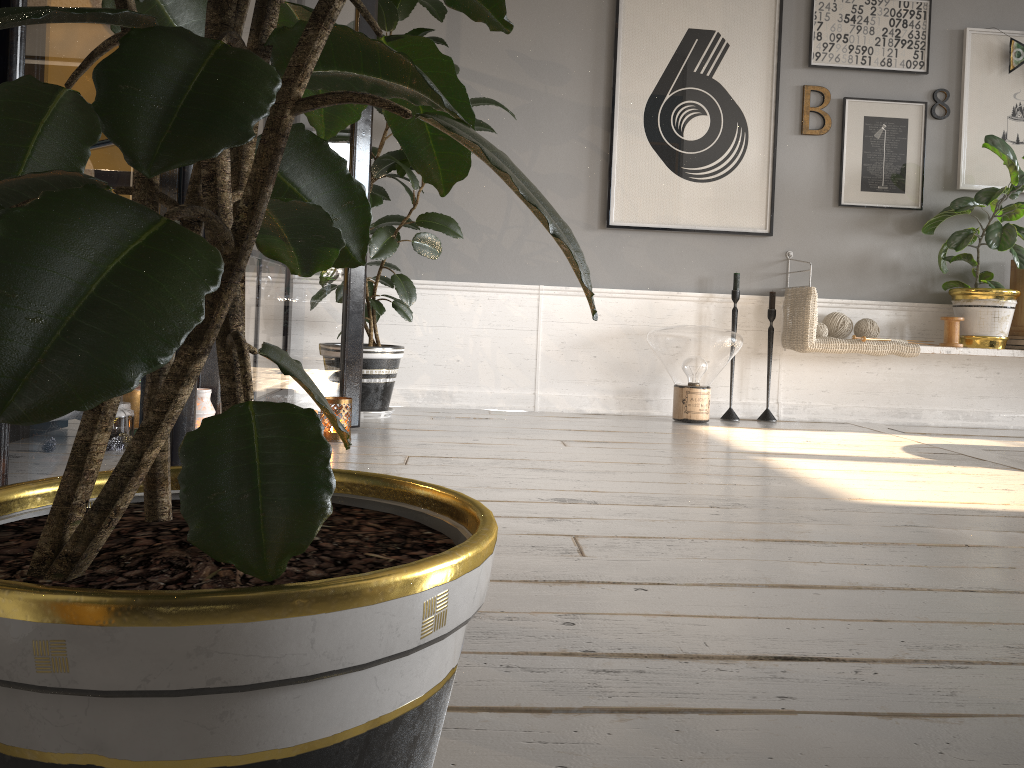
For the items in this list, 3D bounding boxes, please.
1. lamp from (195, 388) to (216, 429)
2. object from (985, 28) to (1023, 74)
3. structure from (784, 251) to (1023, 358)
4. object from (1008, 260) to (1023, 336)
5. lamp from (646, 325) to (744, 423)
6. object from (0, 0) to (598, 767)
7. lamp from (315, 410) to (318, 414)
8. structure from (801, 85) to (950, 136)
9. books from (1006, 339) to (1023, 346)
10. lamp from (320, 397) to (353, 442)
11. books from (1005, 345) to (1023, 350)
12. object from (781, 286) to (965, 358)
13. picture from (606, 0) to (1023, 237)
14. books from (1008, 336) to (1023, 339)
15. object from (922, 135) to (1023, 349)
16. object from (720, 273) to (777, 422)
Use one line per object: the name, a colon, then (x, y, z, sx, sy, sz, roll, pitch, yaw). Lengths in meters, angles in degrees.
lamp: (-0.945, 0.105, 2.675, 0.092, 0.179, 0.092, 3, 1, 17)
object: (2.767, -1.604, 4.355, 0.914, 0.339, 0.057, 2, 0, -4)
structure: (2.715, -0.340, 4.240, 2.775, 0.486, 0.308, 2, 1, -4)
object: (2.700, -0.366, 4.209, 0.545, 0.440, 0.239, 2, 1, -4)
lamp: (0.820, -0.048, 4.017, 0.433, 0.437, 0.433, 3, 2, 18)
object: (-0.402, -0.642, 2.161, 1.011, 1.791, 3.906, 2, 3, -4)
lamp: (-0.684, 0.137, 2.924, 0.081, 0.098, 0.080, 4, 2, 37)
structure: (1.779, -1.329, 4.321, 0.739, 0.263, 0.024, 2, 0, -4)
books: (2.574, -0.190, 4.198, 0.384, 0.029, 0.260, 2, 4, -3)
lamp: (-0.589, 0.117, 2.959, 0.107, 0.140, 0.108, 1, 2, -40)
books: (2.585, -0.166, 4.203, 0.368, 0.021, 0.297, 2, 4, -9)
object: (1.704, -0.284, 4.150, 0.784, 0.306, 0.329, 2, 2, -3)
picture: (0.830, -1.324, 2.235, 7.290, 1.793, 4.049, 2, 4, -4)
books: (2.571, -0.213, 4.208, 0.379, 0.017, 0.229, 2, 4, -7)
object: (2.241, -0.645, 4.117, 0.510, 0.963, 0.547, 2, 1, -18)
object: (1.133, -0.179, 4.178, 0.279, 0.700, 0.092, 2, 0, -11)
